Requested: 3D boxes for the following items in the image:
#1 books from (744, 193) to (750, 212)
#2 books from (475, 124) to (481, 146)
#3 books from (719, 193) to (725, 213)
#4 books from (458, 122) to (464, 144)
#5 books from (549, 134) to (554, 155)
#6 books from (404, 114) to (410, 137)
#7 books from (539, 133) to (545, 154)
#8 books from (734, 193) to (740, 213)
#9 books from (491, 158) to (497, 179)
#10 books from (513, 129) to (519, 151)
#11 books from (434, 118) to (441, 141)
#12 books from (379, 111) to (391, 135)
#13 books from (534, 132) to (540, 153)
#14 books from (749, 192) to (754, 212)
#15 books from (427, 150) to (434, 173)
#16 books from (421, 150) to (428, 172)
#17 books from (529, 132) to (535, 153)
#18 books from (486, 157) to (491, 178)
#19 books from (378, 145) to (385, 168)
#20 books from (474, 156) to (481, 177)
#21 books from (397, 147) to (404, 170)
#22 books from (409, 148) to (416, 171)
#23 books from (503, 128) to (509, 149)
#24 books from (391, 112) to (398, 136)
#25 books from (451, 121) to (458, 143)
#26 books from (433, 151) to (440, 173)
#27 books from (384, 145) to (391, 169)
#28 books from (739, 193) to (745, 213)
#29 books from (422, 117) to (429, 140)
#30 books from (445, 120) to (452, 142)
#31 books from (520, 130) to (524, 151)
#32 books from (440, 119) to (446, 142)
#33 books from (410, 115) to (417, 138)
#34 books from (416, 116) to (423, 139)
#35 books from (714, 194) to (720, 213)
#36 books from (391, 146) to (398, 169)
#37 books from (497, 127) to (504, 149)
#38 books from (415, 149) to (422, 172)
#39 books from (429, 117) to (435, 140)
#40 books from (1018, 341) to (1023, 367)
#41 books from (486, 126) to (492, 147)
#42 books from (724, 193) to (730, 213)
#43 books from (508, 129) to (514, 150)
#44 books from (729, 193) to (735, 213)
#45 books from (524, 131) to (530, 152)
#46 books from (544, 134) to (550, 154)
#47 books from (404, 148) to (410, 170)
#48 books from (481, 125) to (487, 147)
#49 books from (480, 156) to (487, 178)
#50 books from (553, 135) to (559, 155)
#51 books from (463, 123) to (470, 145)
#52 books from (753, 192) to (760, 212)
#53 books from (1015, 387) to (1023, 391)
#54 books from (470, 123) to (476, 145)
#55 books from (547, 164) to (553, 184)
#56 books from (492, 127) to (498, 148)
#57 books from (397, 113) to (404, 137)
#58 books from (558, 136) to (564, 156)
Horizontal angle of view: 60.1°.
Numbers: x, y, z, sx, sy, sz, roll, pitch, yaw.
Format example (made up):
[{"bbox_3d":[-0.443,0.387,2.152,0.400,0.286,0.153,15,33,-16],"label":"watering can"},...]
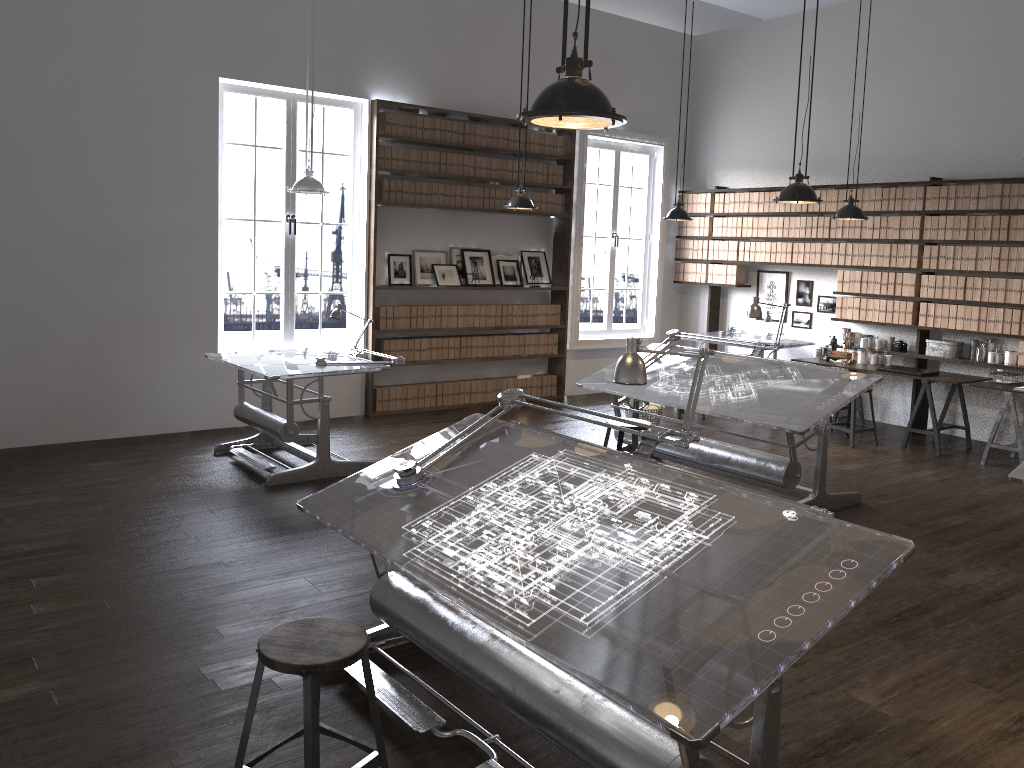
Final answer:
[{"bbox_3d":[2.716,-2.053,10.052,0.175,0.224,0.067,-3,8,-37],"label":"books"},{"bbox_3d":[-0.393,-2.553,9.123,0.067,0.224,0.175,-2,8,-37],"label":"books"},{"bbox_3d":[2.501,-2.104,10.332,0.175,0.224,0.067,-3,8,-37],"label":"books"},{"bbox_3d":[-0.568,-2.541,8.998,0.067,0.224,0.175,-2,8,-37],"label":"books"},{"bbox_3d":[0.377,-2.615,9.718,0.067,0.224,0.175,-2,8,-37],"label":"books"},{"bbox_3d":[-1.063,-2.502,8.621,0.067,0.224,0.175,-2,8,-37],"label":"books"},{"bbox_3d":[0.271,-2.607,9.636,0.067,0.224,0.175,-2,8,-37],"label":"books"},{"bbox_3d":[2.637,-2.073,10.164,0.174,0.224,0.067,-3,8,-37],"label":"books"},{"bbox_3d":[-0.239,-2.251,9.282,0.067,0.224,0.175,-2,8,-37],"label":"books"},{"bbox_3d":[-0.003,-2.585,9.425,0.067,0.224,0.175,-2,8,-37],"label":"books"},{"bbox_3d":[-0.787,-2.522,8.823,0.067,0.224,0.175,-2,8,-37],"label":"books"},{"bbox_3d":[-1.229,-2.487,8.485,0.067,0.224,0.175,-2,8,-37],"label":"books"},{"bbox_3d":[0.222,-2.603,9.597,0.067,0.224,0.175,-2,8,-37],"label":"books"},{"bbox_3d":[2.760,-2.044,10.002,0.175,0.224,0.067,-3,8,-37],"label":"books"},{"bbox_3d":[-0.852,-2.203,8.816,0.067,0.224,0.175,-2,8,-37],"label":"books"},{"bbox_3d":[-0.911,-2.200,8.776,0.067,0.224,0.175,-2,8,-37],"label":"books"},{"bbox_3d":[0.165,-2.598,9.551,0.067,0.224,0.175,-2,8,-37],"label":"books"},{"bbox_3d":[-0.295,-2.248,9.245,0.067,0.224,0.175,-2,8,-37],"label":"books"},{"bbox_3d":[-1.293,-2.170,8.486,0.067,0.224,0.175,-2,8,-37],"label":"books"},{"bbox_3d":[-0.400,-2.239,9.160,0.067,0.224,0.175,-2,8,-37],"label":"books"},{"bbox_3d":[-1.122,-2.182,8.611,0.067,0.224,0.175,-2,8,-37],"label":"books"},{"bbox_3d":[-1.017,-2.190,8.688,0.067,0.224,0.175,-2,8,-37],"label":"books"},{"bbox_3d":[-0.115,-2.575,9.335,0.067,0.224,0.175,-2,8,-37],"label":"books"},{"bbox_3d":[-1.172,-2.492,8.529,0.067,0.224,0.175,-2,8,-37],"label":"books"},{"bbox_3d":[-0.622,-2.536,8.951,0.067,0.224,0.175,-2,8,-37],"label":"books"},{"bbox_3d":[-0.799,-2.209,8.863,0.067,0.224,0.175,-2,8,-37],"label":"books"},{"bbox_3d":[-1.237,-2.174,8.526,0.067,0.224,0.175,-2,8,-37],"label":"books"},{"bbox_3d":[2.680,-2.063,10.108,0.175,0.224,0.067,-3,8,-37],"label":"books"},{"bbox_3d":[-0.892,-2.515,8.746,0.067,0.224,0.175,-2,8,-37],"label":"books"},{"bbox_3d":[-0.681,-2.532,8.911,0.067,0.224,0.175,-2,8,-37],"label":"books"},{"bbox_3d":[0.051,-2.590,9.471,0.067,0.224,0.175,-2,8,-37],"label":"books"},{"bbox_3d":[-0.737,-2.527,8.868,0.067,0.224,0.175,-2,8,-37],"label":"books"},{"bbox_3d":[-1.007,-2.506,8.661,0.067,0.224,0.175,-2,8,-37],"label":"books"},{"bbox_3d":[-0.948,-2.510,8.701,0.067,0.224,0.175,-2,8,-37],"label":"books"},{"bbox_3d":[2.461,-2.115,10.394,0.175,0.224,0.067,-3,8,-37],"label":"books"},{"bbox_3d":[-1.179,-2.178,8.566,0.067,0.224,0.175,-2,8,-37],"label":"books"},{"bbox_3d":[-0.168,-2.572,9.300,0.067,0.224,0.175,-2,8,-37],"label":"books"},{"bbox_3d":[-0.967,-2.195,8.733,0.067,0.224,0.175,-2,8,-37],"label":"books"},{"bbox_3d":[-0.843,-2.519,8.786,0.067,0.224,0.175,-2,8,-37],"label":"books"},{"bbox_3d":[4.521,-0.263,7.773,0.175,0.224,0.067,-3,8,-37],"label":"books"},{"bbox_3d":[-0.285,-2.563,9.215,0.067,0.224,0.175,-2,8,-37],"label":"books"},{"bbox_3d":[2.551,-2.094,10.277,0.175,0.224,0.067,-3,8,-37],"label":"books"},{"bbox_3d":[-0.058,-2.580,9.379,0.067,0.224,0.175,-2,8,-37],"label":"books"},{"bbox_3d":[2.590,-2.083,10.218,0.174,0.224,0.067,-3,8,-37],"label":"books"},{"bbox_3d":[0.107,-2.594,9.512,0.067,0.224,0.175,-2,8,-37],"label":"books"},{"bbox_3d":[0.327,-2.610,9.673,0.067,0.224,0.175,-2,8,-37],"label":"books"},{"bbox_3d":[-1.073,-2.187,8.651,0.067,0.224,0.175,-2,8,-37],"label":"books"},{"bbox_3d":[-0.338,-2.558,9.169,0.067,0.224,0.175,-2,8,-37],"label":"books"},{"bbox_3d":[-0.344,-2.244,9.206,0.067,0.224,0.175,-2,8,-37],"label":"books"},{"bbox_3d":[0.433,-2.620,9.762,0.067,0.224,0.175,-2,8,-37],"label":"books"},{"bbox_3d":[-0.505,-2.545,9.039,0.067,0.224,0.175,-2,8,-37],"label":"books"},{"bbox_3d":[2.797,-2.035,9.951,0.175,0.224,0.067,-3,8,-37],"label":"books"},{"bbox_3d":[4.329,0.048,7.222,0.256,0.029,0.356,-4,11,-37],"label":"books"},{"bbox_3d":[-0.450,-2.550,9.088,0.067,0.224,0.175,-2,8,-37],"label":"books"},{"bbox_3d":[0.370,-2.300,9.748,0.067,0.224,0.175,-2,8,-37],"label":"books"},{"bbox_3d":[-0.228,-2.568,9.256,0.067,0.224,0.175,-2,8,-37],"label":"books"},{"bbox_3d":[-1.116,-2.497,8.575,0.067,0.224,0.175,-2,8,-37],"label":"books"},{"bbox_3d":[0.492,-2.624,9.801,0.067,0.224,0.175,-2,8,-37],"label":"books"}]
